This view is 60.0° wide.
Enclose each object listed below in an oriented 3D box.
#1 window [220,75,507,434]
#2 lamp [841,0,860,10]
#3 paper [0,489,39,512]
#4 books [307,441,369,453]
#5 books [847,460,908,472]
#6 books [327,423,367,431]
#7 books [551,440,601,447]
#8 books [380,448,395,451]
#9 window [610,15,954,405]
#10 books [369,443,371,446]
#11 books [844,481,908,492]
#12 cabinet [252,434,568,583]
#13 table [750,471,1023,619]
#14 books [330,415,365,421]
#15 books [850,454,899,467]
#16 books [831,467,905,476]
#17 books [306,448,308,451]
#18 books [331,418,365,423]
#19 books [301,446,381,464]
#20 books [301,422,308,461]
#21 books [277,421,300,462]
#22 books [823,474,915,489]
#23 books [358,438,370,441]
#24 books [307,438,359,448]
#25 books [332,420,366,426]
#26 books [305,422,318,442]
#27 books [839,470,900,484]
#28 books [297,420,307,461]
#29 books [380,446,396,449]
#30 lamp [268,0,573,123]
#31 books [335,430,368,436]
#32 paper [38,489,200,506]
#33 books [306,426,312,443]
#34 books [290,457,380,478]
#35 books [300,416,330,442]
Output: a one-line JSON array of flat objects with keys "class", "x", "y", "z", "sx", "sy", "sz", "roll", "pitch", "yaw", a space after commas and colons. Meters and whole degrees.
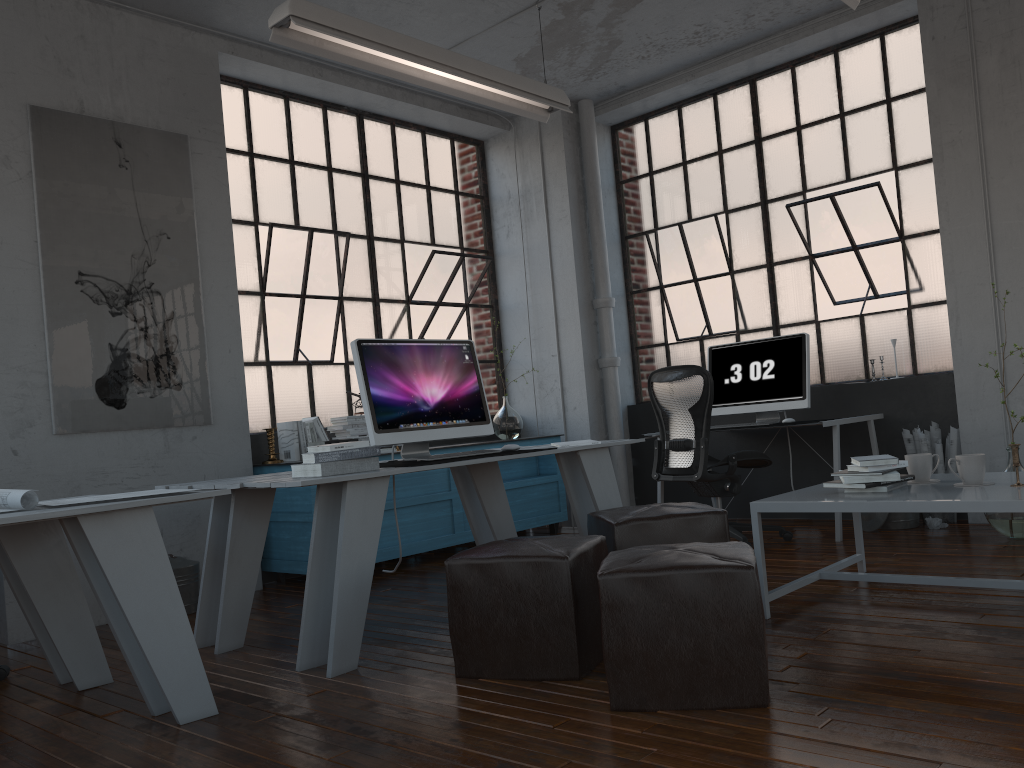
[{"class": "window", "x": -0.999, "y": -0.825, "z": 6.363, "sx": 0.670, "sy": 2.389, "sz": 2.588, "roll": -6, "pitch": -2, "yaw": 42}, {"class": "lamp", "x": 0.973, "y": -1.990, "z": 3.274, "sx": 0.202, "sy": 0.628, "sz": 1.876, "roll": -6, "pitch": -3, "yaw": 42}, {"class": "paper", "x": -2.044, "y": 0.389, "z": 2.628, "sx": 0.977, "sy": 0.105, "sz": 1.074, "roll": -8, "pitch": -4, "yaw": 42}, {"class": "books", "x": -0.674, "y": 0.243, "z": 3.437, "sx": 0.153, "sy": 0.030, "sz": 0.185, "roll": -8, "pitch": -4, "yaw": 43}, {"class": "books", "x": 1.413, "y": 0.318, "z": 3.431, "sx": 0.184, "sy": 0.026, "sz": 0.125, "roll": -4, "pitch": -3, "yaw": -18}, {"class": "books", "x": -1.029, "y": 0.276, "z": 5.739, "sx": 0.180, "sy": 0.028, "sz": 0.295, "roll": -8, "pitch": -4, "yaw": 42}, {"class": "books", "x": 0.314, "y": 0.295, "z": 4.404, "sx": 0.205, "sy": 0.019, "sz": 0.244, "roll": -5, "pitch": -3, "yaw": -8}, {"class": "books", "x": -0.881, "y": 0.417, "z": 5.530, "sx": 0.187, "sy": 0.014, "sz": 0.248, "roll": -7, "pitch": -4, "yaw": 40}, {"class": "window", "x": 1.833, "y": -1.078, "z": 6.366, "sx": 2.595, "sy": 2.389, "sz": 0.669, "roll": -7, "pitch": -2, "yaw": 42}, {"class": "books", "x": -0.995, "y": 0.398, "z": 5.740, "sx": 0.176, "sy": 0.025, "sz": 0.330, "roll": -8, "pitch": -4, "yaw": 42}, {"class": "books", "x": 1.418, "y": 0.399, "z": 3.460, "sx": 0.172, "sy": 0.028, "sz": 0.217, "roll": -8, "pitch": -4, "yaw": 42}, {"class": "cabinet", "x": -0.571, "y": 0.797, "z": 5.961, "sx": 0.627, "sy": 0.732, "sz": 2.261, "roll": -7, "pitch": -3, "yaw": 42}, {"class": "table", "x": 1.618, "y": 0.613, "z": 3.418, "sx": 0.974, "sy": 0.444, "sz": 0.990, "roll": -7, "pitch": -3, "yaw": 42}, {"class": "books", "x": -1.005, "y": 0.215, "z": 5.731, "sx": 0.183, "sy": 0.016, "sz": 0.288, "roll": -8, "pitch": -4, "yaw": 42}, {"class": "books", "x": 1.395, "y": 0.295, "z": 3.417, "sx": 0.141, "sy": 0.026, "sz": 0.202, "roll": -6, "pitch": -3, "yaw": 12}, {"class": "books", "x": 1.391, "y": 0.336, "z": 3.451, "sx": 0.200, "sy": 0.014, "sz": 0.275, "roll": -8, "pitch": -4, "yaw": 42}, {"class": "books", "x": -1.070, "y": 0.379, "z": 5.336, "sx": 0.212, "sy": 0.023, "sz": 0.258, "roll": -8, "pitch": -4, "yaw": 42}, {"class": "books", "x": -1.008, "y": 0.232, "z": 5.743, "sx": 0.183, "sy": 0.016, "sz": 0.288, "roll": -8, "pitch": -4, "yaw": 42}, {"class": "books", "x": -0.661, "y": 0.273, "z": 3.425, "sx": 0.257, "sy": 0.044, "sz": 0.193, "roll": -4, "pitch": -3, "yaw": -28}, {"class": "books", "x": -1.298, "y": 0.356, "z": 5.414, "sx": 0.152, "sy": 0.239, "sz": 0.045, "roll": -7, "pitch": -2, "yaw": 42}, {"class": "books", "x": -1.353, "y": 0.349, "z": 5.367, "sx": 0.173, "sy": 0.239, "sz": 0.032, "roll": -7, "pitch": -2, "yaw": 42}, {"class": "books", "x": 1.385, "y": 0.378, "z": 3.445, "sx": 0.273, "sy": 0.025, "sz": 0.210, "roll": -4, "pitch": -3, "yaw": -28}, {"class": "books", "x": -1.012, "y": 0.368, "z": 5.747, "sx": 0.183, "sy": 0.016, "sz": 0.288, "roll": -8, "pitch": -4, "yaw": 42}, {"class": "books", "x": -1.077, "y": 0.354, "z": 5.328, "sx": 0.191, "sy": 0.028, "sz": 0.239, "roll": -8, "pitch": -4, "yaw": 44}, {"class": "books", "x": -1.005, "y": 0.251, "z": 5.744, "sx": 0.174, "sy": 0.021, "sz": 0.273, "roll": -8, "pitch": -4, "yaw": 42}, {"class": "books", "x": -1.255, "y": 0.350, "z": 5.460, "sx": 0.161, "sy": 0.224, "sz": 0.065, "roll": -7, "pitch": -2, "yaw": 42}, {"class": "books", "x": 1.385, "y": 0.355, "z": 3.446, "sx": 0.200, "sy": 0.031, "sz": 0.272, "roll": -6, "pitch": -3, "yaw": 17}, {"class": "books", "x": -1.318, "y": 0.347, "z": 5.390, "sx": 0.173, "sy": 0.241, "sz": 0.053, "roll": -7, "pitch": -2, "yaw": 42}, {"class": "books", "x": -0.886, "y": 0.405, "z": 5.536, "sx": 0.202, "sy": 0.012, "sz": 0.251, "roll": -8, "pitch": -4, "yaw": 44}, {"class": "lamp", "x": -0.360, "y": -1.611, "z": 4.439, "sx": 0.202, "sy": 0.205, "sz": 1.876, "roll": -7, "pitch": -3, "yaw": 42}, {"class": "books", "x": -0.994, "y": 0.312, "z": 5.754, "sx": 0.168, "sy": 0.017, "sz": 0.263, "roll": -8, "pitch": -4, "yaw": 42}, {"class": "paper", "x": -1.300, "y": 0.367, "z": 2.894, "sx": 0.428, "sy": 0.001, "sz": 0.485, "roll": -3, "pitch": -3, "yaw": -37}, {"class": "books", "x": -1.282, "y": 0.372, "z": 5.436, "sx": 0.161, "sy": 0.224, "sz": 0.045, "roll": -7, "pitch": -2, "yaw": 42}, {"class": "books", "x": -0.683, "y": 0.322, "z": 3.430, "sx": 0.200, "sy": 0.050, "sz": 0.271, "roll": -7, "pitch": -4, "yaw": 42}, {"class": "books", "x": -1.210, "y": 0.346, "z": 5.516, "sx": 0.176, "sy": 0.284, "sz": 0.169, "roll": -7, "pitch": -2, "yaw": 42}]
